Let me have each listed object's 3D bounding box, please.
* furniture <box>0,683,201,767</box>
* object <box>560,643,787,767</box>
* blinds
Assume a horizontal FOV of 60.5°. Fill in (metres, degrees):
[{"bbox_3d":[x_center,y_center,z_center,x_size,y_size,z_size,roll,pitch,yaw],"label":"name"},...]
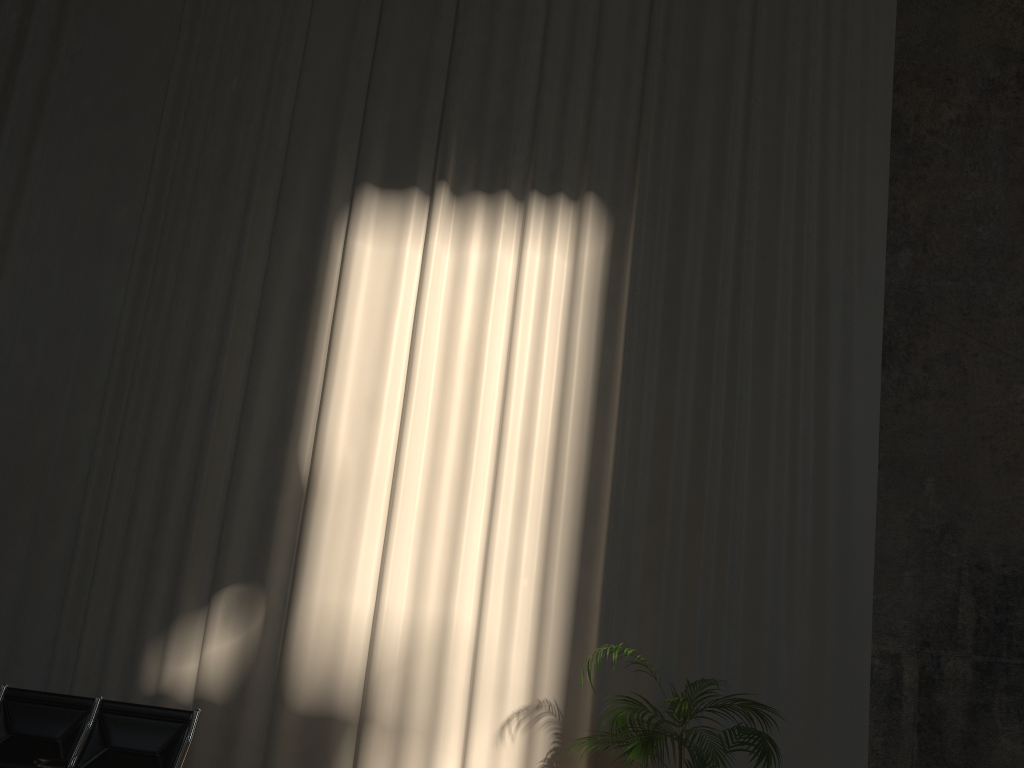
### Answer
[{"bbox_3d":[-2.725,2.044,4.630,1.865,0.822,0.730,4,-13,9],"label":"furniture"},{"bbox_3d":[0.832,2.102,4.507,1.128,1.419,1.122,7,-13,0],"label":"object"},{"bbox_3d":[-1.399,-1.358,6.235,7.809,8.432,0.282,4,-10,10],"label":"blinds"}]
